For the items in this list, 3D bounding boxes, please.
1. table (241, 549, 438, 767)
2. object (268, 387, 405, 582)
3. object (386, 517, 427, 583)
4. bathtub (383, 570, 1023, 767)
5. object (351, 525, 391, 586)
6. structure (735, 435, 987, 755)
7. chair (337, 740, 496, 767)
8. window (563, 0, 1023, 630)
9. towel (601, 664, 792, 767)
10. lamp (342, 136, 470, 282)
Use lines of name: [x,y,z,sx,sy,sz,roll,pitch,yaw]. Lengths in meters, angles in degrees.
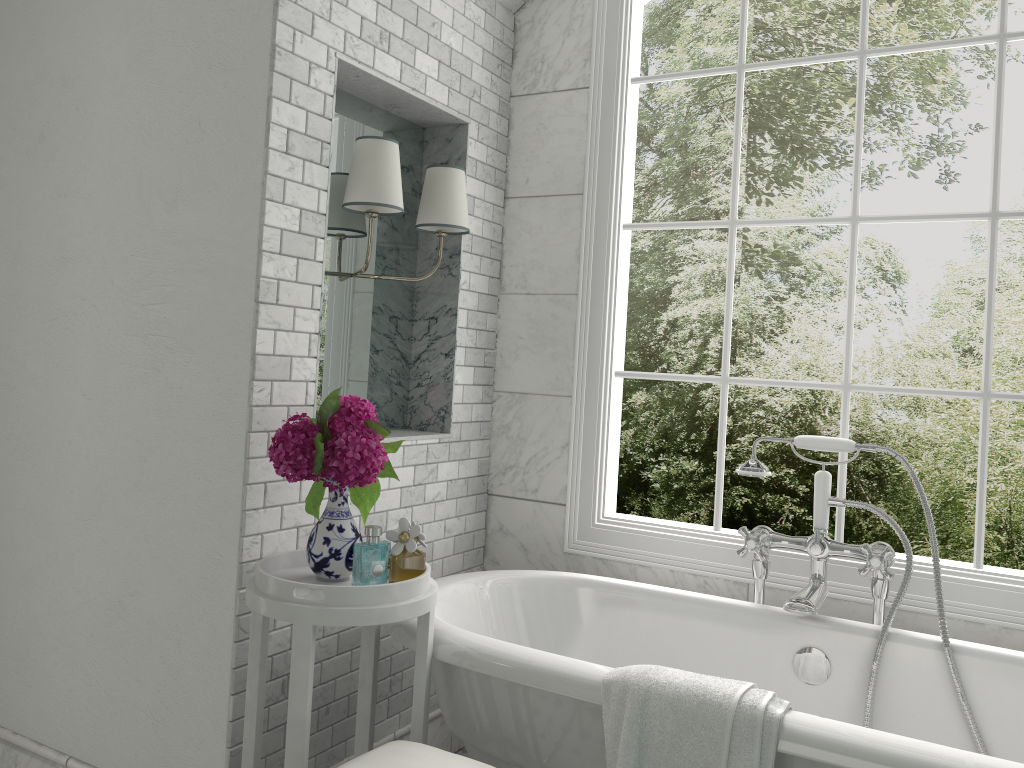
table: [-0.427,0.888,2.117,0.449,0.907,0.449,3,-1,-8]
object: [-0.435,0.239,2.182,0.333,0.472,0.295,3,-1,32]
object: [-0.243,0.403,2.109,0.097,0.168,0.085,4,-1,-39]
bathtub: [0.637,1.024,2.128,2.167,0.758,0.940,4,0,30]
object: [-0.324,0.407,2.046,0.085,0.154,0.059,4,-1,-40]
structure: [0.913,0.800,2.398,0.780,1.287,0.340,3,-1,40]
chair: [-0.215,1.062,1.728,0.371,0.603,0.366,3,-1,30]
window: [1.072,-0.510,2.768,1.833,2.326,0.118,3,-1,30]
towel: [0.377,0.831,1.833,0.375,0.464,0.452,3,0,32]
lamp: [-0.374,-0.529,2.810,0.309,0.384,0.547,3,0,30]
